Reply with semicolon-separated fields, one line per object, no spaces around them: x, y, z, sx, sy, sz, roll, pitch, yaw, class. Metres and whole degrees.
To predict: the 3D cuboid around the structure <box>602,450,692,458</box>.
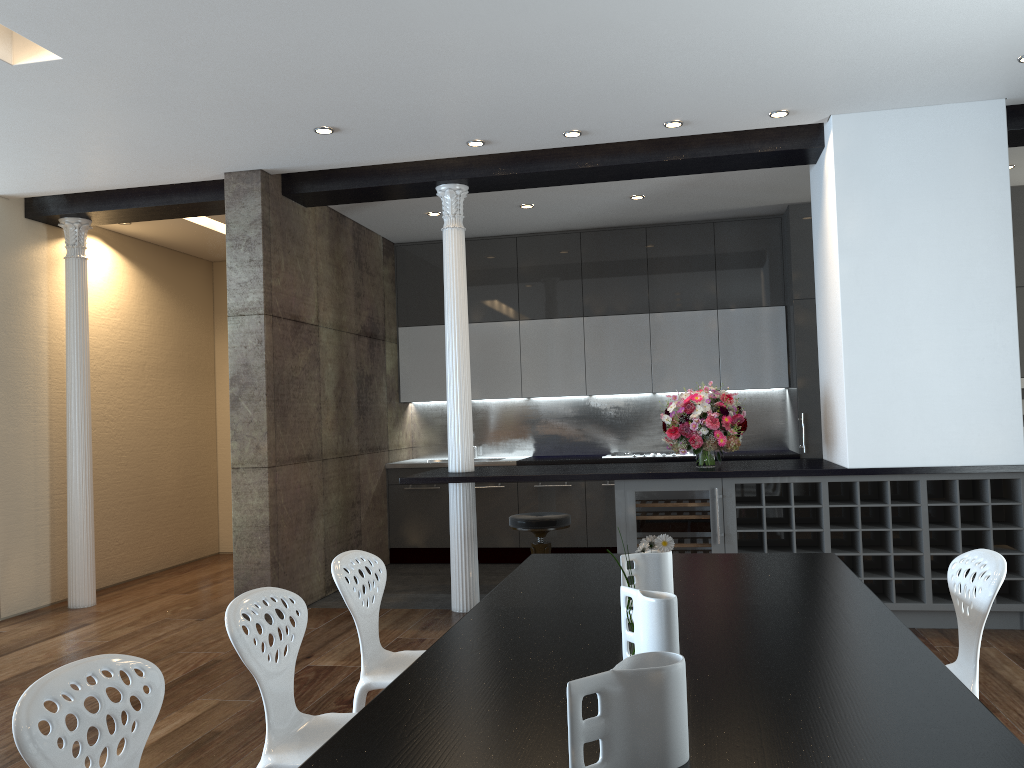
1.275;0.638;7.894;0.900;0.066;0.520;-2;-2;11;structure

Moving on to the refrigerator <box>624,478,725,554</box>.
0.985;0.957;5.353;0.578;0.774;0.075;-3;-2;15;refrigerator

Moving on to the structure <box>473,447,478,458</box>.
-0.434;0.609;8.503;0.183;0.249;0.224;-2;-2;12;structure

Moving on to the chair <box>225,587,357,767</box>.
-0.465;0.998;2.461;0.581;0.835;0.495;-2;-2;11;chair

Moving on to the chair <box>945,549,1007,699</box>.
1.245;0.951;2.805;0.581;0.835;0.495;-2;-2;11;chair

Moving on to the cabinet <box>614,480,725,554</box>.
1.045;1.030;5.780;0.642;0.897;0.900;-2;-2;11;cabinet

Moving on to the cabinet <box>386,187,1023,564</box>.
2.537;-0.005;7.690;7.409;2.980;0.827;-2;-2;11;cabinet

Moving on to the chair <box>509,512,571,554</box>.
-1.221;1.216;2.347;16.134;0.952;21.556;-2;-2;11;chair

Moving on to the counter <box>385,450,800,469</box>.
0.696;0.773;8.050;3.597;0.223;0.807;-2;-2;11;counter

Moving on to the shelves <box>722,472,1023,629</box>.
2.192;0.982;5.550;1.700;0.897;0.900;-2;-2;11;shelves

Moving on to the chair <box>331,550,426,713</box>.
-0.322;1.017;3.148;0.581;0.835;0.495;-2;-2;11;chair

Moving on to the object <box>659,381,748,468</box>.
1.226;0.256;5.664;0.544;0.552;0.570;-3;-2;17;object

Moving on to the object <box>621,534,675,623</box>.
0.375;0.537;2.469;0.161;0.233;0.076;-2;-2;-7;object

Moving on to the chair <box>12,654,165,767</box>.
-0.620;0.978;1.741;0.581;0.835;0.495;-2;-2;11;chair

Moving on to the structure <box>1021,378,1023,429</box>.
4.233;0.180;7.224;0.595;0.452;0.528;-2;-2;11;structure

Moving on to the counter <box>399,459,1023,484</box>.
1.196;0.555;5.763;3.700;0.040;1.000;-2;-2;11;counter

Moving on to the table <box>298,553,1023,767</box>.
0.346;1.002;1.898;1.200;0.733;3.400;-2;-2;11;table
